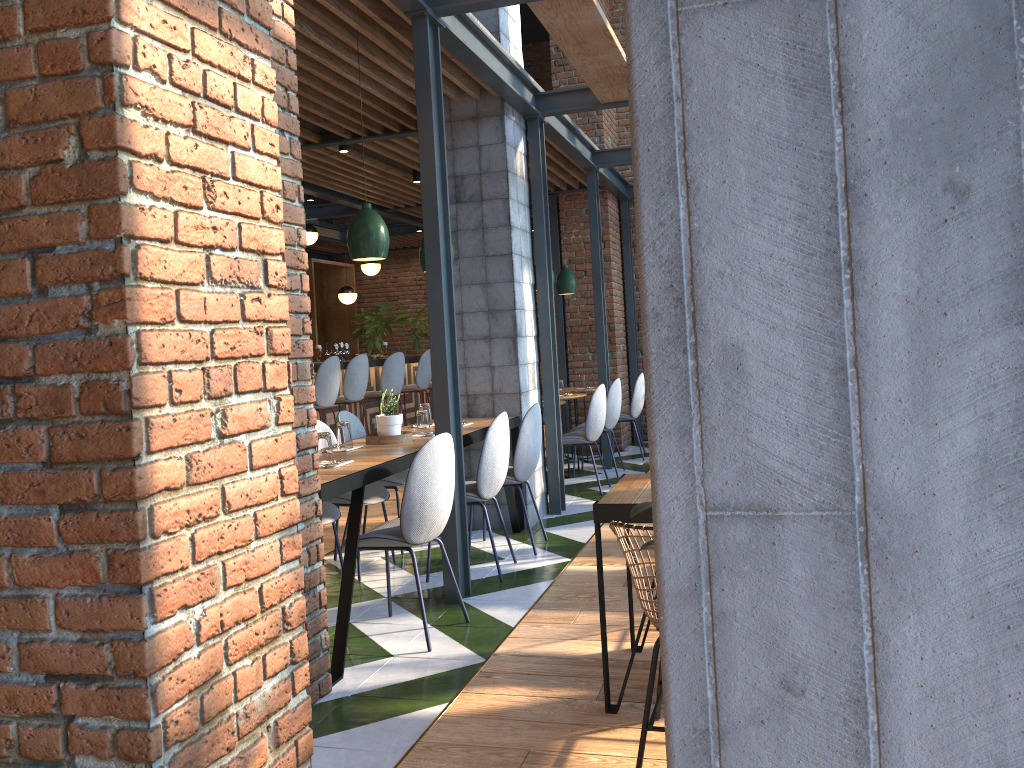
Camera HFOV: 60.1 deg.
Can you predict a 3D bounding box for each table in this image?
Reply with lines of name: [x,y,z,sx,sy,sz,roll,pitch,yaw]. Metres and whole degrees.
table: [0.991,0.708,3.104,1.270,0.706,0.659,-3,1,16]
table: [-0.627,0.696,4.752,0.657,0.765,2.776,-3,2,16]
table: [0.375,0.486,8.378,0.700,0.747,0.699,-4,1,-32]
table: [0.127,0.538,7.522,0.698,0.747,0.700,-3,1,27]
table: [0.657,0.426,9.351,0.700,0.747,0.699,-4,1,-27]

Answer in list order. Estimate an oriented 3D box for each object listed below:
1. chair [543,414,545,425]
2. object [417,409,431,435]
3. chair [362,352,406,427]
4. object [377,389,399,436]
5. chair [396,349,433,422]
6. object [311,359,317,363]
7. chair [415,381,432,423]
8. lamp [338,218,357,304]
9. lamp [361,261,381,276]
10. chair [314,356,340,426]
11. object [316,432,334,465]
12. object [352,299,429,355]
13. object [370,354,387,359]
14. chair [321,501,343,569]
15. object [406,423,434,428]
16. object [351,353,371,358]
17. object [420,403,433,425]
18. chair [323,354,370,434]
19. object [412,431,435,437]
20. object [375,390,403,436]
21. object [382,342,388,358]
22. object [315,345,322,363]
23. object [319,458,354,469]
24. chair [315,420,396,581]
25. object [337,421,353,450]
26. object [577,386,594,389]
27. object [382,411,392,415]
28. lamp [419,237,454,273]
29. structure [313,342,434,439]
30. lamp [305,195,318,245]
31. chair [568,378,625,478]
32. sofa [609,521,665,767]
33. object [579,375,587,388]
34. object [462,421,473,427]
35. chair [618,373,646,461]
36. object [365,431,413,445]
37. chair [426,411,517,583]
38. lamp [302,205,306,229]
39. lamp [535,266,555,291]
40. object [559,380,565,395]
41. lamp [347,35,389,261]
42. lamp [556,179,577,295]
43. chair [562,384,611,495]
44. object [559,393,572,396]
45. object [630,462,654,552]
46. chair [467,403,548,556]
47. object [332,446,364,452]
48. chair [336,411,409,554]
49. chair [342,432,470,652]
chair: [0.245,0.374,9.474,0.507,0.887,0.418,-3,0,17]
object: [-0.507,0.217,5.060,0.080,0.138,0.080,-3,1,40]
chair: [-1.411,0.277,9.778,0.507,1.243,0.419,-3,0,27]
object: [-0.686,0.169,4.850,0.115,0.282,0.128,-3,0,12]
chair: [-1.160,0.220,10.500,0.507,1.243,0.418,-3,0,12]
object: [-1.795,-0.301,9.537,0.322,0.106,1.512,-2,3,20]
chair: [-1.017,0.188,11.255,0.507,1.243,0.418,-3,0,14]
lamp: [-2.435,-3.024,12.585,0.268,3.794,0.268,-3,0,37]
lamp: [-2.025,-3.369,12.080,0.268,3.794,0.268,-3,0,26]
chair: [-1.826,0.371,8.222,0.507,1.243,0.418,-3,0,16]
object: [-0.836,0.286,3.944,0.080,0.138,0.080,-3,1,38]
object: [-1.905,-0.314,14.064,1.515,2.097,1.084,-3,0,21]
object: [-1.575,-0.317,10.221,0.164,0.052,0.292,-2,3,25]
chair: [-1.153,0.673,4.600,0.507,0.887,0.419,-3,0,23]
object: [-0.562,0.259,5.664,0.157,0.019,0.243,-3,3,17]
object: [-1.700,-0.310,9.988,0.168,0.072,0.168,-2,3,36]
object: [-0.549,0.193,5.637,0.080,0.138,0.080,-3,1,40]
chair: [-1.696,0.326,9.046,0.507,1.243,0.418,-3,0,22]
object: [-0.487,0.283,5.033,0.157,0.019,0.243,-3,3,17]
object: [-0.655,0.176,4.727,0.146,0.276,0.146,-3,0,-3]
object: [-1.453,-0.390,10.167,0.070,0.183,0.070,-3,0,37]
object: [-1.925,-0.301,8.830,0.070,0.178,0.070,-3,0,20]
object: [-0.815,0.352,3.918,0.157,0.019,0.243,-3,3,15]
chair: [-0.972,0.638,5.145,0.507,0.887,0.419,-3,0,22]
object: [-0.856,0.261,4.525,0.080,0.138,0.080,-3,1,-10]
object: [0.763,0.039,9.290,0.157,0.019,0.243,-2,3,20]
object: [-0.713,0.228,5.075,0.080,0.138,0.080,-3,1,-20]
lamp: [-0.538,-1.733,5.705,0.223,2.022,0.224,-3,0,20]
structure: [-2.683,0.241,10.494,2.914,1.396,4.927,-3,2,16]
lamp: [-2.715,-3.668,11.330,0.268,3.794,0.268,-3,0,22]
chair: [0.782,0.398,8.258,0.507,0.887,0.418,-3,0,17]
sofa: [0.833,0.728,2.560,1.091,0.733,0.471,-3,1,16]
object: [0.741,-0.027,9.309,0.080,0.138,0.080,-3,1,3]
object: [-0.349,0.252,5.543,0.157,0.019,0.243,-3,3,17]
chair: [1.141,0.335,9.208,0.507,0.887,0.418,-3,0,12]
object: [-0.663,0.291,4.779,0.251,0.046,0.253,-4,3,-10]
chair: [-0.251,0.606,4.928,0.507,0.887,0.418,-3,0,13]
lamp: [-1.068,-1.621,3.877,0.223,2.022,0.224,-3,0,20]
lamp: [0.239,-1.898,8.387,0.223,2.022,0.224,-3,0,20]
object: [0.454,0.033,8.341,0.080,0.138,0.080,-3,1,26]
lamp: [-0.820,-1.673,4.733,0.223,2.022,0.224,-3,0,20]
lamp: [0.521,-1.958,9.359,0.223,2.022,0.224,-3,0,20]
chair: [0.546,0.451,7.371,0.507,0.887,0.418,-3,0,17]
object: [0.478,0.099,8.324,0.157,0.019,0.243,-3,3,13]
object: [0.853,0.360,2.115,0.858,1.498,0.899,-3,1,35]
chair: [-0.054,0.571,5.468,0.507,0.887,0.418,-3,0,13]
object: [-0.869,0.326,4.551,0.157,0.019,0.243,-3,3,17]
chair: [-0.852,0.606,5.708,0.507,0.887,0.418,-3,0,12]
chair: [-0.495,0.665,3.935,0.507,0.887,0.419,-3,0,23]
